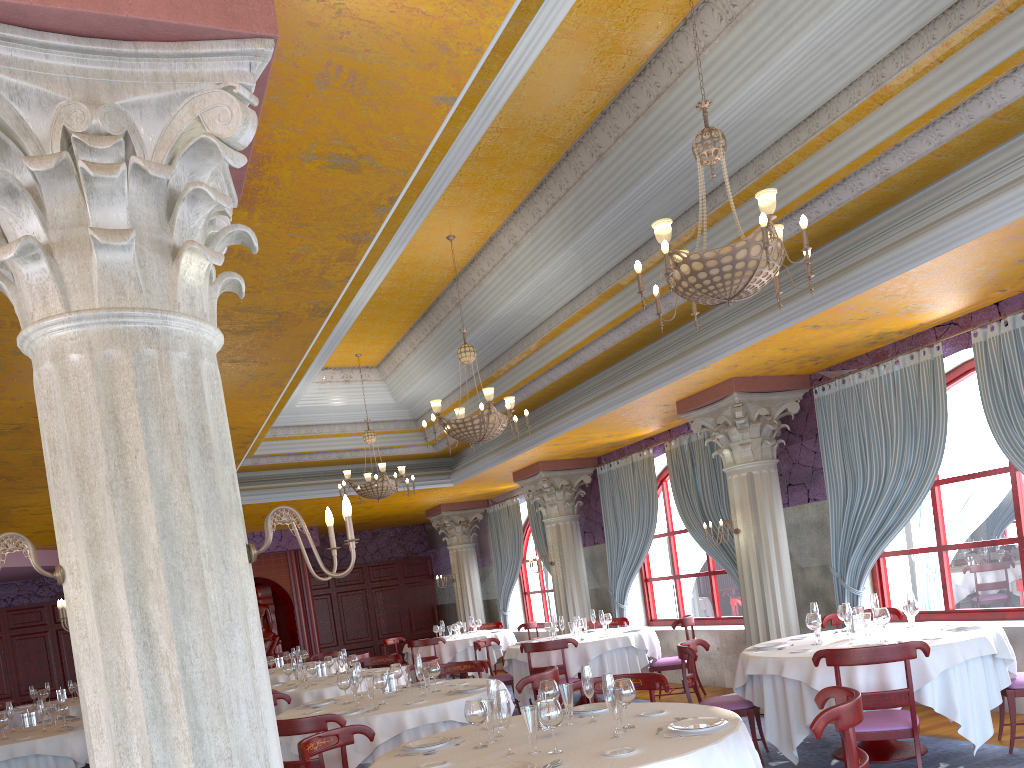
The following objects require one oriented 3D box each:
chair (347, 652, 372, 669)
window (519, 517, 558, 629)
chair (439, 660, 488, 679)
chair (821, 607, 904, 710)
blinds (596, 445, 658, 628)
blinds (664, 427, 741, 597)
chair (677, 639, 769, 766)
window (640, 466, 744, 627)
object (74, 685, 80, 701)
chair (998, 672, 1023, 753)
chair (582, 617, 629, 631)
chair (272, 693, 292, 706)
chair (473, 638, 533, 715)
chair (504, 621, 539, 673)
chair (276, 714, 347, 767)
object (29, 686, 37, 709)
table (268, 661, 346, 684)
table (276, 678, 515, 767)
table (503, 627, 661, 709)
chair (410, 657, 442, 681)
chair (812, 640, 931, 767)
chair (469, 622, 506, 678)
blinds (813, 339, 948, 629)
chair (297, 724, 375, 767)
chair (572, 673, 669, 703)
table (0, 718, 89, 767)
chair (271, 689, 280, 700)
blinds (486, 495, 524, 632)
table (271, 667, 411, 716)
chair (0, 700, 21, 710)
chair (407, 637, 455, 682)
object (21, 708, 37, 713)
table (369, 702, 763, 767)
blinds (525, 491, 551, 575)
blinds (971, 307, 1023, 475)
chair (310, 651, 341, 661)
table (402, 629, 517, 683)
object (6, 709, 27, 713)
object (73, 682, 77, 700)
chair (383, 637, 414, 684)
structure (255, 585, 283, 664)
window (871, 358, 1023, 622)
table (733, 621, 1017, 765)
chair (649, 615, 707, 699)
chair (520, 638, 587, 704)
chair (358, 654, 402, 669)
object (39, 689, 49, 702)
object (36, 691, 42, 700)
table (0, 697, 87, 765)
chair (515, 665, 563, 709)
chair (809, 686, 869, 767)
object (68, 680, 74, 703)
[{"bbox_3d":[-2.419,4.641,12.941,0.654,1.089,0.745,-9,-3,20],"label":"chair"},{"bbox_3d":[0.923,3.505,16.753,0.158,2.532,3.674,-9,-7,-26],"label":"window"},{"bbox_3d":[-0.558,3.391,8.684,0.758,1.090,0.641,-9,-2,20],"label":"chair"},{"bbox_3d":[3.406,2.724,8.206,0.758,1.090,0.641,-9,-2,20],"label":"chair"},{"bbox_3d":[1.884,2.842,13.087,0.241,3.518,1.734,-9,-1,-24],"label":"blinds"},{"bbox_3d":[2.688,2.302,11.247,0.241,3.518,1.736,-9,0,-27],"label":"blinds"},{"bbox_3d":[1.837,2.783,7.515,0.654,1.089,0.745,-9,-3,20],"label":"chair"},{"bbox_3d":[2.829,2.224,12.393,0.158,2.532,3.674,-9,-7,-26],"label":"window"},{"bbox_3d":[-6.495,4.636,12.839,0.086,0.237,0.085,-8,0,0],"label":"object"},{"bbox_3d":[4.100,2.258,6.620,0.654,1.089,0.745,-9,-3,20],"label":"chair"},{"bbox_3d":[1.421,4.058,12.750,0.758,1.090,0.641,-9,-2,20],"label":"chair"},{"bbox_3d":[-2.127,3.450,7.992,0.654,1.089,0.745,-9,-3,20],"label":"chair"},{"bbox_3d":[-0.149,4.117,12.058,0.654,1.089,0.745,-9,-3,20],"label":"chair"},{"bbox_3d":[0.198,4.879,15.547,0.654,1.089,0.745,-9,-3,20],"label":"chair"},{"bbox_3d":[-1.434,2.984,6.405,0.758,1.090,0.642,-9,-2,20],"label":"chair"},{"bbox_3d":[-7.076,4.625,12.653,0.074,0.335,0.073,-8,1,12],"label":"object"},{"bbox_3d":[-3.547,4.956,13.392,2.058,0.948,2.159,-3,-11,-23],"label":"table"},{"bbox_3d":[-0.992,3.240,7.548,2.058,0.948,2.159,-3,-11,-23],"label":"table"},{"bbox_3d":[0.986,3.907,11.614,2.058,0.948,2.159,-3,-11,-23],"label":"table"},{"bbox_3d":[-1.090,3.748,9.901,0.654,1.089,0.745,-9,-3,20],"label":"chair"},{"bbox_3d":[2.531,2.317,5.928,0.758,1.090,0.641,-9,-2,20],"label":"chair"},{"bbox_3d":[-0.495,5.345,17.134,0.758,1.090,0.641,-9,-2,20],"label":"chair"},{"bbox_3d":[3.809,1.549,8.682,0.241,3.518,1.734,-9,-1,-24],"label":"blinds"},{"bbox_3d":[-0.842,2.586,5.051,0.654,1.089,0.745,-9,-3,20],"label":"chair"},{"bbox_3d":[0.727,2.527,5.743,0.758,1.090,0.641,-9,-2,20],"label":"chair"},{"bbox_3d":[-5.045,4.162,9.073,2.058,0.948,2.159,-3,-11,-23],"label":"table"},{"bbox_3d":[-2.659,3.807,9.209,0.758,1.090,0.642,-9,-2,20],"label":"chair"},{"bbox_3d":[0.002,4.106,17.392,0.241,3.518,1.734,-9,-1,-24],"label":"blinds"},{"bbox_3d":[-2.218,4.063,10.352,2.058,0.948,2.159,-3,-11,-23],"label":"table"},{"bbox_3d":[-7.887,5.519,13.424,0.654,1.089,0.745,-9,-3,20],"label":"chair"},{"bbox_3d":[-1.371,4.939,14.855,0.758,1.090,0.642,-9,-2,20],"label":"chair"},{"bbox_3d":[-6.883,4.651,12.201,0.055,0.019,0.258,-13,-14,23],"label":"object"},{"bbox_3d":[0.293,2.376,4.607,2.058,0.948,2.159,-3,-11,-23],"label":"table"},{"bbox_3d":[0.807,3.565,15.552,0.241,3.518,1.736,-9,0,-27],"label":"blinds"},{"bbox_3d":[4.614,1.008,6.842,0.241,3.518,1.736,-9,0,-27],"label":"blinds"},{"bbox_3d":[-3.112,5.106,14.528,0.758,1.090,0.641,-9,-2,20],"label":"chair"},{"bbox_3d":[-0.930,5.195,15.998,2.058,0.948,2.159,-3,-11,-23],"label":"table"},{"bbox_3d":[-7.089,4.688,12.245,0.310,0.024,0.324,-2,-14,-24],"label":"object"},{"bbox_3d":[-6.822,4.789,13.354,0.121,0.264,0.123,-8,-1,-11],"label":"object"},{"bbox_3d":[-2.065,5.404,16.442,0.654,1.089,0.745,-9,-3,20],"label":"chair"},{"bbox_3d":[-5.586,5.222,18.658,0.952,1.846,0.651,-7,0,-24],"label":"structure"},{"bbox_3d":[4.736,0.943,8.030,0.158,2.532,3.674,-9,-7,-26],"label":"window"},{"bbox_3d":[2.972,2.573,7.071,2.058,0.948,2.159,-3,-11,-23],"label":"table"},{"bbox_3d":[2.114,3.592,11.163,0.654,1.089,0.745,-9,-3,20],"label":"chair"},{"bbox_3d":[0.545,3.651,10.471,0.758,1.090,0.642,-9,-2,20],"label":"chair"},{"bbox_3d":[-1.784,4.214,11.488,0.758,1.090,0.641,-9,-2,20],"label":"chair"},{"bbox_3d":[-6.848,4.607,12.556,0.121,0.264,0.123,-8,-1,-11],"label":"object"},{"bbox_3d":[-6.947,4.648,12.615,0.084,0.237,0.087,-8,0,-45],"label":"object"},{"bbox_3d":[-6.752,5.309,12.980,2.058,0.948,2.159,-3,-11,-23],"label":"table"},{"bbox_3d":[0.135,2.925,7.097,0.654,1.089,0.745,-9,-3,20],"label":"chair"},{"bbox_3d":[1.421,2.061,4.156,0.654,1.089,0.745,-9,-3,20],"label":"chair"},{"bbox_3d":[-6.541,4.565,12.714,0.074,0.335,0.073,-8,1,12],"label":"object"}]
